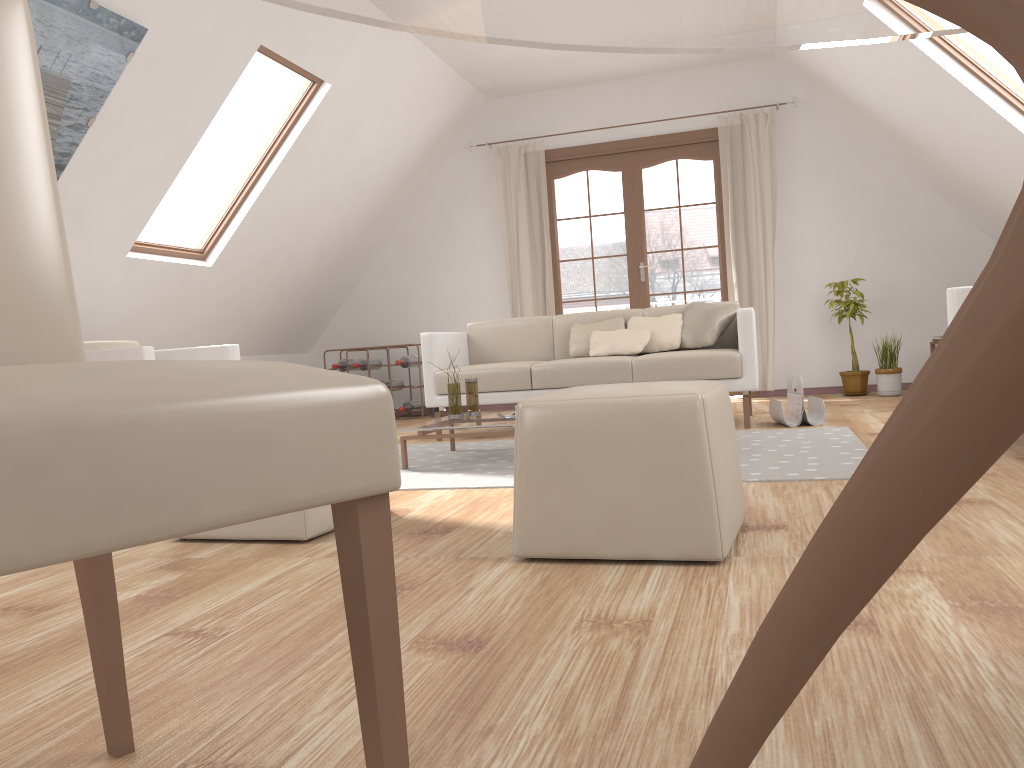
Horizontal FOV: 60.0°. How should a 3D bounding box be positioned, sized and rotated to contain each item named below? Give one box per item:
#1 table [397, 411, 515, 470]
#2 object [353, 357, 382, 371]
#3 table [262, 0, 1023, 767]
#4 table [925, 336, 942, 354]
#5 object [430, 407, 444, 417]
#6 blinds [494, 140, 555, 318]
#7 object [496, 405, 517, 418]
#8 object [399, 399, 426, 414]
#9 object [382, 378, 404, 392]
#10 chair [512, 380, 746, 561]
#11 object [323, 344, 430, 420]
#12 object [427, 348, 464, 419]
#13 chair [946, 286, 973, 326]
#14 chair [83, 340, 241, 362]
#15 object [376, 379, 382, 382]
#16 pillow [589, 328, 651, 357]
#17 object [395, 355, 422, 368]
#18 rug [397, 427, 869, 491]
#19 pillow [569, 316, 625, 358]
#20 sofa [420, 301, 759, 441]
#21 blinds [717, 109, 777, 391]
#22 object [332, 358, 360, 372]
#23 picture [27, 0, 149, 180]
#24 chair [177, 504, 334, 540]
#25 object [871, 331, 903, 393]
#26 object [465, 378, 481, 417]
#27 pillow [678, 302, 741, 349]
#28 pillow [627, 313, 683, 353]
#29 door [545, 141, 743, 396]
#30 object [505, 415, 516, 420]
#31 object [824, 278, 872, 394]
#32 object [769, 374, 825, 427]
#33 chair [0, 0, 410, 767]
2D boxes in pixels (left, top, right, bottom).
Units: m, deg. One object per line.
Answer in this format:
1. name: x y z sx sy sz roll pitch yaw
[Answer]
1. table: 0.162 0.240 4.079 1.173 0.190 0.730 -3 2 16
2. object: -1.217 -0.162 7.401 0.109 0.109 0.435 -3 2 16
3. table: 0.287 0.087 0.202 1.198 0.770 1.198 -2 3 37
4. table: 3.245 -0.143 5.933 0.730 0.390 0.773 -3 2 14
5. object: -0.624 0.054 7.229 0.115 0.443 0.120 -4 2 10
6. blinds: 0.133 -0.903 7.301 0.423 2.130 0.120 -3 2 13
7. object: 0.000 0.128 4.125 0.143 0.052 0.064 -3 2 16
8. object: -0.831 0.192 7.310 0.109 0.109 0.435 -3 2 16
9. object: -1.024 0.016 7.354 0.109 0.109 0.435 -3 2 16
10. chair: 0.302 0.195 2.232 0.506 0.394 0.506 -3 2 20
11. object: -1.101 -0.009 7.419 0.854 0.608 0.417 -3 2 16
12. object: -0.290 -0.013 4.253 0.184 0.359 0.123 -5 3 -32
13. chair: 2.245 -0.138 3.437 0.820 0.706 0.748 -4 2 6
14. chair: -1.962 0.106 4.656 0.820 0.706 0.748 -3 2 19
15. object: -1.203 0.022 7.405 0.109 0.109 0.435 -3 2 16
16. pillow: 0.621 -0.241 5.197 0.363 0.170 0.227 -3 2 21
17. object: -0.857 -0.183 7.298 0.109 0.109 0.435 -3 2 16
18. rug: 0.112 0.337 4.030 2.800 0.007 1.600 -3 2 16
19. pillow: 0.514 -0.283 5.381 0.351 0.235 0.185 -3 2 19
20. sofa: 0.490 -0.087 5.291 1.880 0.706 0.820 -3 2 16
21. blinds: 1.849 -1.004 6.768 0.424 2.129 0.123 -4 2 11
22. object: -1.394 -0.155 7.446 0.110 0.110 0.439 -3 2 16
23. picture: -2.014 -1.183 3.759 0.683 0.738 0.650 -3 2 16
24. chair: -0.727 0.245 2.778 0.506 0.394 0.506 -3 2 21
25. object: 2.628 -0.159 6.178 0.234 0.480 0.209 -5 2 -18
26. object: -0.194 0.064 4.348 0.075 0.185 0.075 -6 3 -42
27. pillow: 1.127 -0.350 5.152 0.269 0.276 0.424 -5 2 -24
28. pillow: 0.840 -0.301 5.283 0.351 0.225 0.196 -3 2 21
29. door: 1.016 -0.864 7.149 1.546 2.001 0.098 -3 2 16
30. object: 0.039 0.131 3.969 0.143 0.052 0.064 -6 3 -44
31. object: 2.461 -0.344 6.474 0.311 0.846 0.307 -4 2 8
32. object: 1.520 0.081 4.753 0.212 0.267 0.315 -4 2 3
33. chair: -0.493 0.005 0.815 0.618 0.999 0.477 -2 3 41
